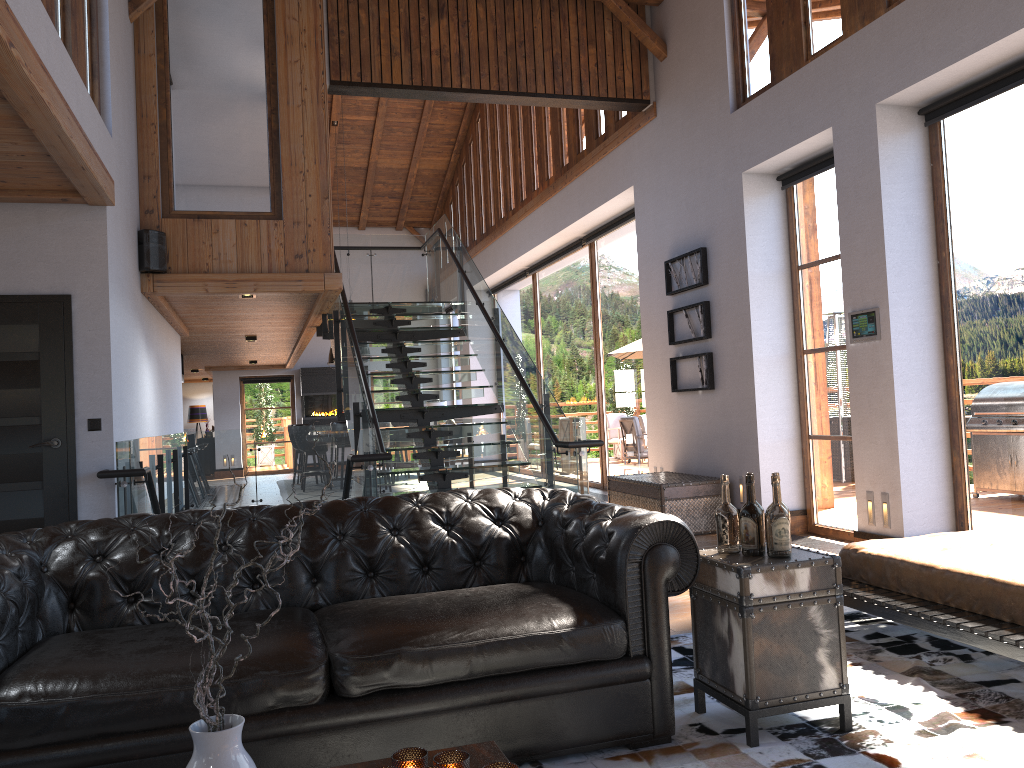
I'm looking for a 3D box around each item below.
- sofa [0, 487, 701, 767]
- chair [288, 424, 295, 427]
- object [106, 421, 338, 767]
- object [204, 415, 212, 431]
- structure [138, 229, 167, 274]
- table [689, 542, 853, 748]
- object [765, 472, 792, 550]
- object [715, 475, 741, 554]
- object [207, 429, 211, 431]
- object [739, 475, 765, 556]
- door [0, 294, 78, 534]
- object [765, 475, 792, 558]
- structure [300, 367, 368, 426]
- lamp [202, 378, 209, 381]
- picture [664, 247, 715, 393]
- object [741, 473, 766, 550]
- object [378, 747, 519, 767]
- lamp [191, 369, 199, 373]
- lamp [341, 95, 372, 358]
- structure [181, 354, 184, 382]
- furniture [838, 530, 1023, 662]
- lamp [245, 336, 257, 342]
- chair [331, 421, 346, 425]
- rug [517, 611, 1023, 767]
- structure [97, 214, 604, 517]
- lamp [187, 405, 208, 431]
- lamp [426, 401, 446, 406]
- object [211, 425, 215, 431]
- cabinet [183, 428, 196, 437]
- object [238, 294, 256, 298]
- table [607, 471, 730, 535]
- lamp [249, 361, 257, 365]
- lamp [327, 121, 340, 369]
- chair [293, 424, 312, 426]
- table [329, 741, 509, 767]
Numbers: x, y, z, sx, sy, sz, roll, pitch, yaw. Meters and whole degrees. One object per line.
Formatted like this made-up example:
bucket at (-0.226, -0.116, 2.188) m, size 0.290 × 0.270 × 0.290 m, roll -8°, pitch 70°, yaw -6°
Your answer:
sofa at (-0.702, 0.880, 3.239) m, size 2.584 × 0.839 × 1.230 m, roll -2°, pitch -2°, yaw -18°
chair at (-3.543, 1.229, 15.229) m, size 0.574 × 1.092 × 0.498 m, roll -1°, pitch -3°, yaw -33°
object at (-0.550, 0.485, 1.715) m, size 0.407 × 0.808 × 0.618 m, roll -3°, pitch -2°, yaw -5°
object at (-6.666, 0.926, 19.426) m, size 0.153 × 0.505 × 0.322 m, roll -2°, pitch -2°, yaw -17°
structure at (-3.029, -1.112, 7.468) m, size 0.215 × 0.349 × 0.212 m, roll -2°, pitch -2°, yaw -17°
table at (0.916, 0.914, 3.198) m, size 0.408 × 0.609 × 0.414 m, roll -2°, pitch -2°, yaw -17°
object at (0.974, 0.468, 3.252) m, size 0.088 × 0.286 × 0.087 m, roll -3°, pitch -2°, yaw -4°
object at (0.793, 0.478, 3.268) m, size 0.089 × 0.286 × 0.086 m, roll -1°, pitch -3°, yaw -40°
object at (-6.774, 1.091, 19.654) m, size 0.203 × 0.197 × 0.354 m, roll -3°, pitch -2°, yaw -5°
object at (0.864, 0.472, 3.201) m, size 0.088 × 0.286 × 0.086 m, roll -1°, pitch -3°, yaw -39°
door at (-3.259, 0.466, 5.569) m, size 0.948 × 2.056 × 0.142 m, roll -2°, pitch -2°, yaw -17°
object at (0.939, 0.467, 3.139) m, size 0.088 × 0.286 × 0.087 m, roll -3°, pitch -2°, yaw -7°
structure at (-3.894, 0.453, 19.545) m, size 1.454 × 1.650 × 0.430 m, roll -2°, pitch -2°, yaw -17°
lamp at (-8.092, -0.128, 23.390) m, size 0.156 × 0.068 × 0.259 m, roll -2°, pitch -2°, yaw -16°
picture at (1.689, -0.587, 8.489) m, size 0.059 × 1.313 × 0.768 m, roll -2°, pitch -2°, yaw -16°
object at (0.893, 0.474, 3.295) m, size 0.086 × 0.286 × 0.088 m, roll -4°, pitch -2°, yaw 23°
object at (-0.145, 0.832, 1.801) m, size 0.299 × 0.081 × 0.248 m, roll -3°, pitch -2°, yaw 22°
lamp at (-7.004, -0.290, 19.590) m, size 0.156 × 0.068 × 0.259 m, roll -2°, pitch -2°, yaw -16°
lamp at (-2.779, -2.646, 14.996) m, size 0.615 × 4.687 × 0.627 m, roll -4°, pitch -3°, yaw 28°
structure at (-5.625, -0.320, 13.813) m, size 0.716 × 0.476 × 3.227 m, roll -2°, pitch -2°, yaw -16°
furniture at (2.346, 0.936, 3.446) m, size 1.183 × 0.437 × 2.739 m, roll -2°, pitch -2°, yaw -16°
lamp at (-3.734, -0.648, 12.691) m, size 0.156 × 0.068 × 0.259 m, roll -2°, pitch -2°, yaw -16°
chair at (-3.239, 1.270, 17.212) m, size 0.508 × 1.092 × 0.564 m, roll -2°, pitch -2°, yaw -18°
rug at (1.056, 1.186, 3.243) m, size 3.834 × 0.053 × 2.414 m, roll -2°, pitch -2°, yaw -16°
structure at (0.595, 1.060, 10.741) m, size 9.274 × 6.401 × 10.945 m, roll -2°, pitch -2°, yaw -17°
lamp at (-7.849, 1.401, 23.771) m, size 1.648 × 1.700 × 0.517 m, roll -1°, pitch -3°, yaw -38°
lamp at (-1.669, 0.587, 19.550) m, size 0.471 × 0.726 × 0.468 m, roll -3°, pitch -2°, yaw -7°
object at (-6.723, 1.055, 19.726) m, size 0.211 × 0.270 × 0.285 m, roll -2°, pitch -2°, yaw -16°
cabinet at (-5.588, 1.290, 13.929) m, size 0.895 × 1.104 × 4.766 m, roll -2°, pitch -2°, yaw -16°
object at (-2.440, -0.841, 8.167) m, size 0.156 × 0.068 × 0.259 m, roll -2°, pitch -2°, yaw -16°
table at (1.437, 1.104, 8.290) m, size 0.689 × 0.470 × 1.245 m, roll -2°, pitch -2°, yaw -16°
lamp at (-5.177, -0.433, 17.735) m, size 0.156 × 0.068 × 0.259 m, roll -2°, pitch -2°, yaw -16°
lamp at (-3.214, -2.581, 16.514) m, size 0.615 × 4.687 × 0.627 m, roll -4°, pitch -3°, yaw 28°
chair at (-3.232, 1.188, 14.325) m, size 0.572 × 1.092 × 0.500 m, roll -2°, pitch -2°, yaw -18°
table at (-0.139, 1.048, 1.810) m, size 0.403 × 0.350 × 0.645 m, roll -2°, pitch -2°, yaw -16°
